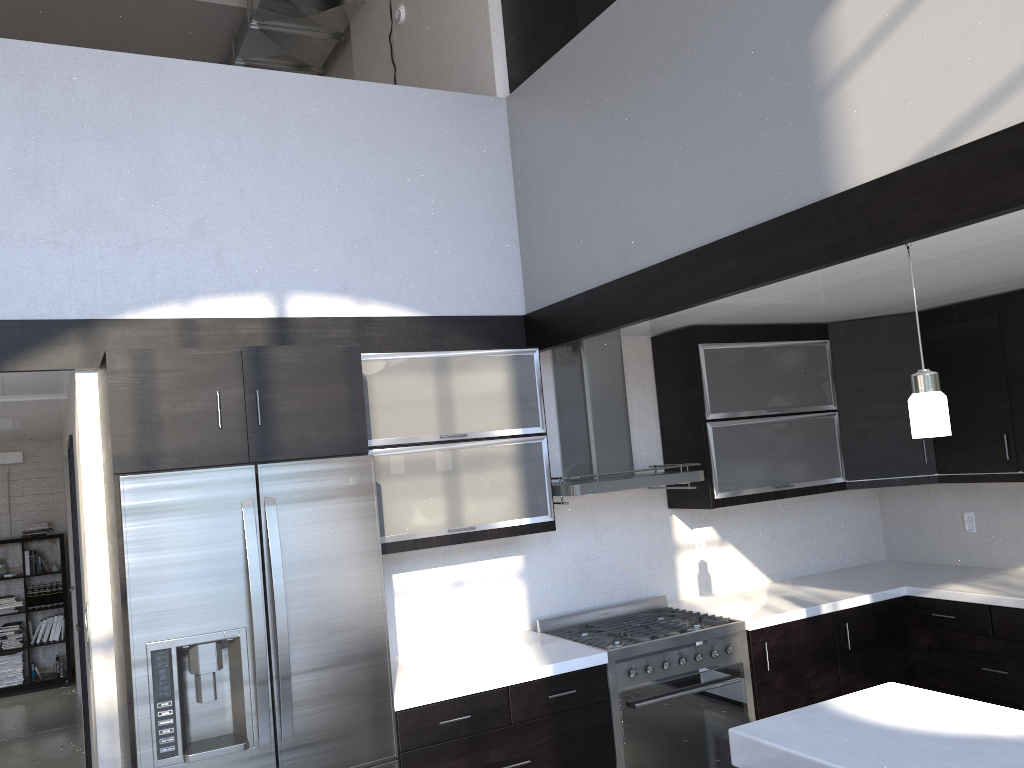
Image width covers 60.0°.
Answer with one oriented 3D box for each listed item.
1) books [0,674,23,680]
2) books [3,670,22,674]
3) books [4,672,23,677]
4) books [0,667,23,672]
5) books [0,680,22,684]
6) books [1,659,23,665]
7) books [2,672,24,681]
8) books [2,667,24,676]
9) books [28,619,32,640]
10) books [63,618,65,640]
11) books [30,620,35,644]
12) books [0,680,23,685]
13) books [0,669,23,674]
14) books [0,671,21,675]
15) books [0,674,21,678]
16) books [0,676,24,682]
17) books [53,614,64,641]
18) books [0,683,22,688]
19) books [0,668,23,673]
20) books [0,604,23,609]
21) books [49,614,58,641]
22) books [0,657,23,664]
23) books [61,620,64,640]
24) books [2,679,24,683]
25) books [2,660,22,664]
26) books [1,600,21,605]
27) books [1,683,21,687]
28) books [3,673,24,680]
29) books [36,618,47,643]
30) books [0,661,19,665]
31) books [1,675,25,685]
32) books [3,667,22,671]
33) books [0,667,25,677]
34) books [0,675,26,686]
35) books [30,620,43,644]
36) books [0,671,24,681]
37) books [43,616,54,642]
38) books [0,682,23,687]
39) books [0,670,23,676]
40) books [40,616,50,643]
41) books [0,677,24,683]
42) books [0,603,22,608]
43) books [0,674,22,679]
[{"bbox_3d":[-4.520,2.620,7.988,0.209,0.012,0.294,-3,-5,-29],"label":"books"},{"bbox_3d":[-4.527,2.576,7.994,0.208,0.012,0.277,-3,-5,-27],"label":"books"},{"bbox_3d":[-4.527,2.605,7.999,0.208,0.010,0.293,-3,-5,-27],"label":"books"},{"bbox_3d":[-4.526,2.559,8.003,0.208,0.013,0.298,-3,-5,-27],"label":"books"},{"bbox_3d":[-4.517,2.661,7.997,0.210,0.009,0.300,-3,-5,-28],"label":"books"},{"bbox_3d":[-4.534,2.499,8.005,0.207,0.013,0.293,-3,-5,-26],"label":"books"},{"bbox_3d":[-4.521,2.639,7.995,0.209,0.009,0.296,-3,-5,-27],"label":"books"},{"bbox_3d":[-4.526,2.594,7.997,0.209,0.010,0.294,-3,-5,-27],"label":"books"},{"bbox_3d":[-4.381,2.253,8.073,0.027,0.213,0.130,-4,-4,-25],"label":"books"},{"bbox_3d":[-4.129,2.250,8.162,0.025,0.192,0.112,-3,-5,-32],"label":"books"},{"bbox_3d":[-4.373,2.255,8.082,0.026,0.207,0.140,-4,-4,-25],"label":"books"},{"bbox_3d":[-4.522,2.667,7.995,0.209,0.008,0.297,-3,-5,-28],"label":"books"},{"bbox_3d":[-4.526,2.571,7.997,0.208,0.013,0.293,-3,-5,-28],"label":"books"},{"bbox_3d":[-4.526,2.582,7.995,0.207,0.011,0.292,-3,-5,-26],"label":"books"},{"bbox_3d":[-4.527,2.610,7.996,0.210,0.010,0.296,-3,-5,-28],"label":"books"},{"bbox_3d":[-4.520,2.644,7.996,0.207,0.009,0.304,-3,-5,-28],"label":"books"},{"bbox_3d":[-4.184,2.241,8.182,0.097,0.225,0.162,-3,-4,-28],"label":"books"},{"bbox_3d":[-4.520,2.694,7.993,0.210,0.007,0.304,-3,-5,-26],"label":"books"},{"bbox_3d":[-4.526,2.564,7.995,0.209,0.015,0.298,-3,-5,-28],"label":"books"},{"bbox_3d":[-4.576,2.008,8.027,0.215,0.013,0.292,-2,-6,-39],"label":"books"},{"bbox_3d":[-4.222,2.243,8.169,0.086,0.221,0.160,-3,-4,-28],"label":"books"},{"bbox_3d":[-4.531,2.480,8.003,0.210,0.017,0.292,-3,-5,-30],"label":"books"},{"bbox_3d":[-4.137,2.260,8.159,0.023,0.172,0.112,-3,-5,-32],"label":"books"},{"bbox_3d":[-4.518,2.655,7.997,0.206,0.009,0.301,-3,-5,-29],"label":"books"},{"bbox_3d":[-4.533,2.487,8.005,0.207,0.015,0.291,-3,-5,-28],"label":"books"},{"bbox_3d":[-4.567,1.981,8.033,0.169,0.015,0.268,-1,-6,-44],"label":"books"},{"bbox_3d":[-4.520,2.688,7.990,0.208,0.008,0.296,-3,-5,-28],"label":"books"},{"bbox_3d":[-4.521,2.629,7.994,0.207,0.013,0.294,-3,-5,-29],"label":"books"},{"bbox_3d":[-4.308,2.257,8.118,0.093,0.202,0.149,-3,-4,-28],"label":"books"},{"bbox_3d":[-4.535,2.493,8.001,0.206,0.014,0.276,-3,-5,-27],"label":"books"},{"bbox_3d":[-4.519,2.672,8.001,0.208,0.008,0.291,-3,-5,-26],"label":"books"},{"bbox_3d":[-4.529,2.554,8.009,0.210,0.012,0.291,-3,-5,-27],"label":"books"},{"bbox_3d":[-4.522,2.599,7.998,0.206,0.010,0.290,-3,-5,-24],"label":"books"},{"bbox_3d":[-4.514,2.678,7.998,0.206,0.009,0.295,-3,-5,-24],"label":"books"},{"bbox_3d":[-4.340,2.262,8.095,0.118,0.194,0.149,-3,-5,-28],"label":"books"},{"bbox_3d":[-4.522,2.633,7.992,0.210,0.010,0.280,-3,-5,-28],"label":"books"},{"bbox_3d":[-4.255,2.246,8.140,0.104,0.218,0.160,-3,-4,-28],"label":"books"},{"bbox_3d":[-4.520,2.683,7.997,0.209,0.008,0.296,-3,-5,-27],"label":"books"},{"bbox_3d":[-4.525,2.588,7.997,0.210,0.011,0.294,-3,-5,-27],"label":"books"},{"bbox_3d":[-4.282,2.249,8.128,0.097,0.215,0.141,-3,-4,-28],"label":"books"},{"bbox_3d":[-4.519,2.650,7.998,0.208,0.009,0.300,-3,-5,-28],"label":"books"},{"bbox_3d":[-4.582,1.996,8.029,0.215,0.013,0.286,-2,-6,-37],"label":"books"},{"bbox_3d":[-4.527,2.616,7.998,0.209,0.009,0.293,-3,-5,-27],"label":"books"}]
